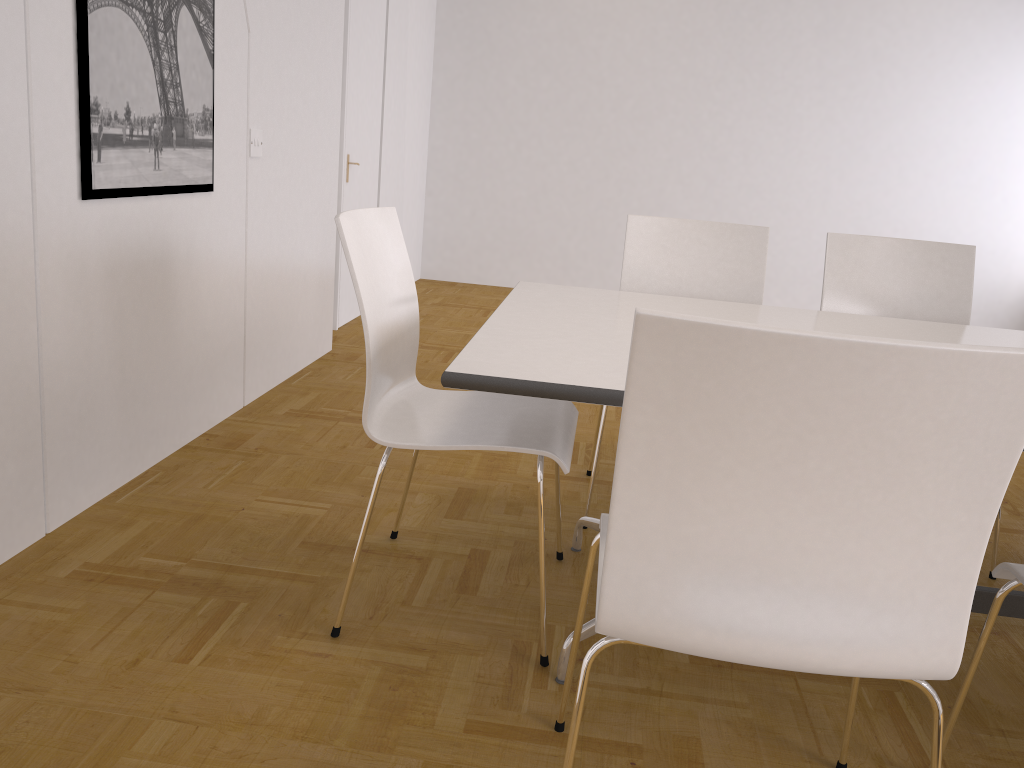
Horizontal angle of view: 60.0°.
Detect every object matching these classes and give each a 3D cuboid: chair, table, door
[{"bbox_3d":[1.212,0.029,2.790,0.561,0.927,0.578,6,14,5],"label":"chair"},{"bbox_3d":[0.559,-0.042,2.852,0.561,0.927,0.578,6,14,5],"label":"chair"},{"bbox_3d":[-0.133,0.075,2.136,0.575,0.927,0.563,6,14,5],"label":"chair"},{"bbox_3d":[0.367,0.329,1.344,0.561,0.927,0.578,6,14,5],"label":"chair"},{"bbox_3d":[1.113,0.312,2.060,2.411,0.719,1.216,6,14,5],"label":"table"},{"bbox_3d":[-0.912,-1.608,5.386,0.132,2.441,0.875,6,13,5],"label":"door"},{"bbox_3d":[1.061,0.405,1.279,0.561,0.927,0.578,6,14,5],"label":"chair"}]

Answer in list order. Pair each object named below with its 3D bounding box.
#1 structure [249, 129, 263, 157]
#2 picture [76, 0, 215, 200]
[{"bbox_3d":[-0.996,-0.939,3.455,0.013,0.104,0.114,6,14,5],"label":"structure"},{"bbox_3d":[-1.019,-1.442,2.536,0.016,1.772,0.790,6,14,5],"label":"picture"}]
